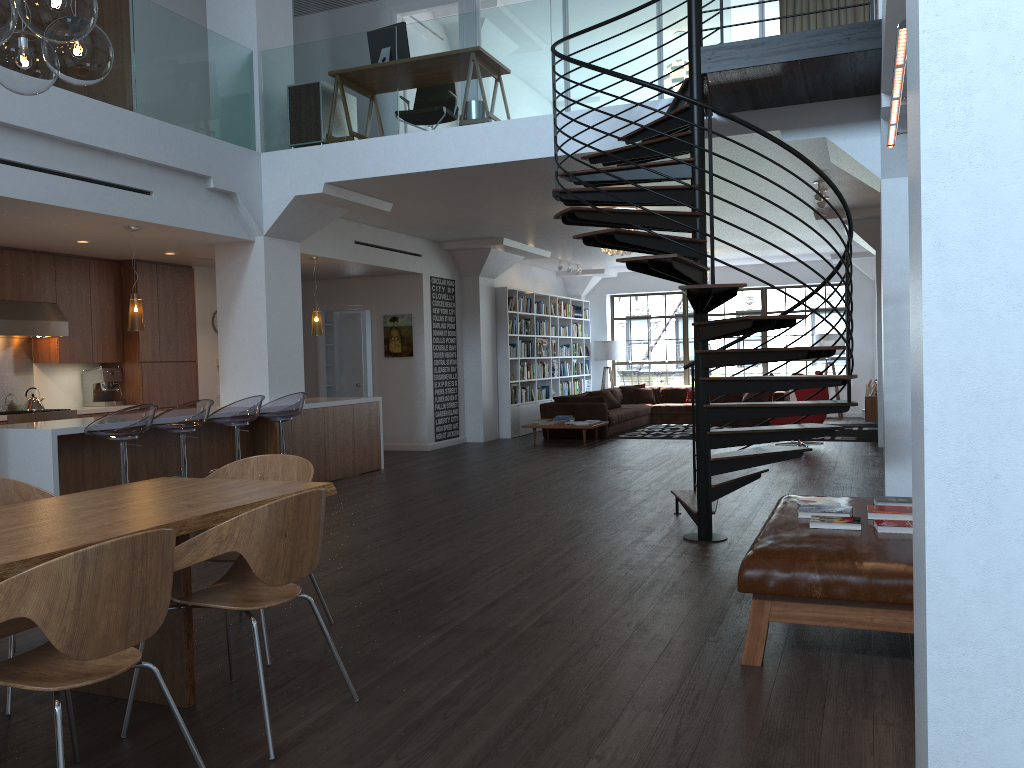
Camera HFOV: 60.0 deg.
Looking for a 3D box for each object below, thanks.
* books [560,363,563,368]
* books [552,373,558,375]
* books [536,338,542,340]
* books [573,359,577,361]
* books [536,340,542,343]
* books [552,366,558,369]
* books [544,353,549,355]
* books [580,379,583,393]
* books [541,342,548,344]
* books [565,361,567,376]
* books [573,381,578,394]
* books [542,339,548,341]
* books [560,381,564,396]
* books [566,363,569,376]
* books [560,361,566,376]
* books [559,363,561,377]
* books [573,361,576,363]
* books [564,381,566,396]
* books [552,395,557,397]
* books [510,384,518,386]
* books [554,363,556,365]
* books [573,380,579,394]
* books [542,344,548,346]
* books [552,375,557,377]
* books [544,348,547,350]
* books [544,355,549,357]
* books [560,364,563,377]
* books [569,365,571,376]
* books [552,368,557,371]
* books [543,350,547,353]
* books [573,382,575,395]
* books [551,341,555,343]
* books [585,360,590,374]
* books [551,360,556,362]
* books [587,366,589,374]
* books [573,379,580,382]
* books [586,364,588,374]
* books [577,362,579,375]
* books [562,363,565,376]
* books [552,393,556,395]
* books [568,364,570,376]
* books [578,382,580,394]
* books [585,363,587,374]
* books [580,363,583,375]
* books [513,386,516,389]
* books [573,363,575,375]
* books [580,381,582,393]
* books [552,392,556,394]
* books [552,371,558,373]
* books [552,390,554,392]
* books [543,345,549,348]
[{"bbox_3d":[0.870,-0.268,16.684,0.182,0.255,0.077,-1,2,22],"label":"books"},{"bbox_3d":[0.694,-0.181,16.328,0.251,0.037,0.160,-1,2,27],"label":"books"},{"bbox_3d":[0.392,-0.779,15.498,0.223,0.027,0.161,0,2,31],"label":"books"},{"bbox_3d":[1.128,-0.463,17.358,0.224,0.030,0.161,0,2,32],"label":"books"},{"bbox_3d":[0.394,-0.744,15.522,0.174,0.045,0.240,-1,2,21],"label":"books"},{"bbox_3d":[0.697,-0.303,16.325,0.253,0.040,0.183,-1,2,22],"label":"books"},{"bbox_3d":[0.533,-0.541,15.890,0.160,0.039,0.251,-1,2,27],"label":"books"},{"bbox_3d":[1.349,0.045,17.879,0.176,0.290,0.053,-1,2,22],"label":"books"},{"bbox_3d":[0.519,-0.733,15.926,0.223,0.027,0.161,-1,2,11],"label":"books"},{"bbox_3d":[0.947,-0.294,16.883,0.176,0.293,0.125,-1,2,22],"label":"books"},{"bbox_3d":[1.211,0.077,17.515,0.183,0.253,0.037,-1,2,22],"label":"books"},{"bbox_3d":[0.539,-0.792,15.902,0.129,0.043,0.185,0,2,36],"label":"books"},{"bbox_3d":[0.873,0.095,16.697,0.198,0.284,0.066,-1,2,21],"label":"books"},{"bbox_3d":[0.986,-0.273,16.963,0.174,0.242,0.105,-1,2,22],"label":"books"},{"bbox_3d":[0.920,-0.290,16.826,0.197,0.290,0.136,-1,2,22],"label":"books"},{"bbox_3d":[0.822,-0.263,16.551,0.182,0.255,0.077,-1,2,22],"label":"books"},{"bbox_3d":[1.126,-0.433,17.351,0.223,0.031,0.161,-1,2,22],"label":"books"},{"bbox_3d":[0.922,0.088,16.796,0.176,0.290,0.053,-1,2,21],"label":"books"},{"bbox_3d":[0.661,0.227,16.322,0.284,0.035,0.197,-1,2,22],"label":"books"},{"bbox_3d":[-0.046,0.016,14.380,0.223,0.027,0.161,0,2,31],"label":"books"},{"bbox_3d":[0.720,-0.366,16.305,0.161,0.026,0.223,-1,2,11],"label":"books"},{"bbox_3d":[1.217,0.060,17.575,0.198,0.284,0.066,-1,2,22],"label":"books"},{"bbox_3d":[0.524,-0.703,15.899,0.161,0.033,0.223,-1,2,22],"label":"books"},{"bbox_3d":[0.695,-0.144,16.326,0.246,0.038,0.171,-1,2,22],"label":"books"},{"bbox_3d":[0.524,-0.625,15.900,0.168,0.045,0.231,-1,2,17],"label":"books"},{"bbox_3d":[0.537,-0.502,15.892,0.171,0.039,0.246,-1,2,22],"label":"books"},{"bbox_3d":[0.862,-0.261,16.645,0.174,0.243,0.085,-1,2,22],"label":"books"},{"bbox_3d":[1.048,-0.266,17.112,0.161,0.218,0.101,-1,2,22],"label":"books"},{"bbox_3d":[0.704,-0.263,16.332,0.231,0.044,0.168,-1,2,17],"label":"books"},{"bbox_3d":[0.507,-0.580,15.894,0.180,0.042,0.259,-1,2,22],"label":"books"},{"bbox_3d":[1.140,0.085,17.349,0.183,0.253,0.036,-1,2,22],"label":"books"},{"bbox_3d":[0.662,-0.760,16.210,0.223,0.031,0.161,-1,2,22],"label":"books"},{"bbox_3d":[1.513,-0.348,18.270,0.176,0.290,0.053,-1,2,22],"label":"books"},{"bbox_3d":[0.707,-0.423,16.309,0.185,0.041,0.129,0,2,36],"label":"books"},{"bbox_3d":[1.475,-0.303,18.178,0.161,0.213,0.146,-1,2,22],"label":"books"},{"bbox_3d":[1.287,0.049,17.668,0.140,0.298,0.044,-1,2,22],"label":"books"},{"bbox_3d":[1.461,-0.303,18.129,0.161,0.213,0.118,-1,2,22],"label":"books"},{"bbox_3d":[1.244,-0.304,17.618,0.183,0.253,0.042,-1,2,22],"label":"books"},{"bbox_3d":[0.898,-0.268,16.724,0.182,0.253,0.098,-1,2,22],"label":"books"},{"bbox_3d":[0.660,0.193,16.321,0.284,0.033,0.197,-1,2,7],"label":"books"},{"bbox_3d":[1.017,-0.278,17.054,0.159,0.248,0.089,-1,2,22],"label":"books"},{"bbox_3d":[1.252,0.076,17.628,0.189,0.247,0.057,-1,2,22],"label":"books"},{"bbox_3d":[1.425,-0.311,18.036,0.172,0.235,0.112,-1,2,22],"label":"books"},{"bbox_3d":[1.327,-0.299,17.827,0.168,0.228,0.139,-1,2,22],"label":"books"},{"bbox_3d":[-0.045,0.052,14.404,0.174,0.045,0.240,-1,2,11],"label":"books"},{"bbox_3d":[1.140,-0.294,17.343,0.174,0.251,0.051,-1,2,22],"label":"books"},{"bbox_3d":[1.321,0.070,17.802,0.171,0.246,0.057,-1,2,22],"label":"books"},{"bbox_3d":[0.656,0.160,16.325,0.254,0.032,0.174,-1,2,27],"label":"books"},{"bbox_3d":[0.698,-0.221,16.352,0.259,0.040,0.180,-1,2,22],"label":"books"},{"bbox_3d":[0.659,0.131,16.321,0.204,0.025,0.144,-1,2,22],"label":"books"},{"bbox_3d":[0.529,-0.667,15.892,0.183,0.042,0.253,-1,2,22],"label":"books"}]
